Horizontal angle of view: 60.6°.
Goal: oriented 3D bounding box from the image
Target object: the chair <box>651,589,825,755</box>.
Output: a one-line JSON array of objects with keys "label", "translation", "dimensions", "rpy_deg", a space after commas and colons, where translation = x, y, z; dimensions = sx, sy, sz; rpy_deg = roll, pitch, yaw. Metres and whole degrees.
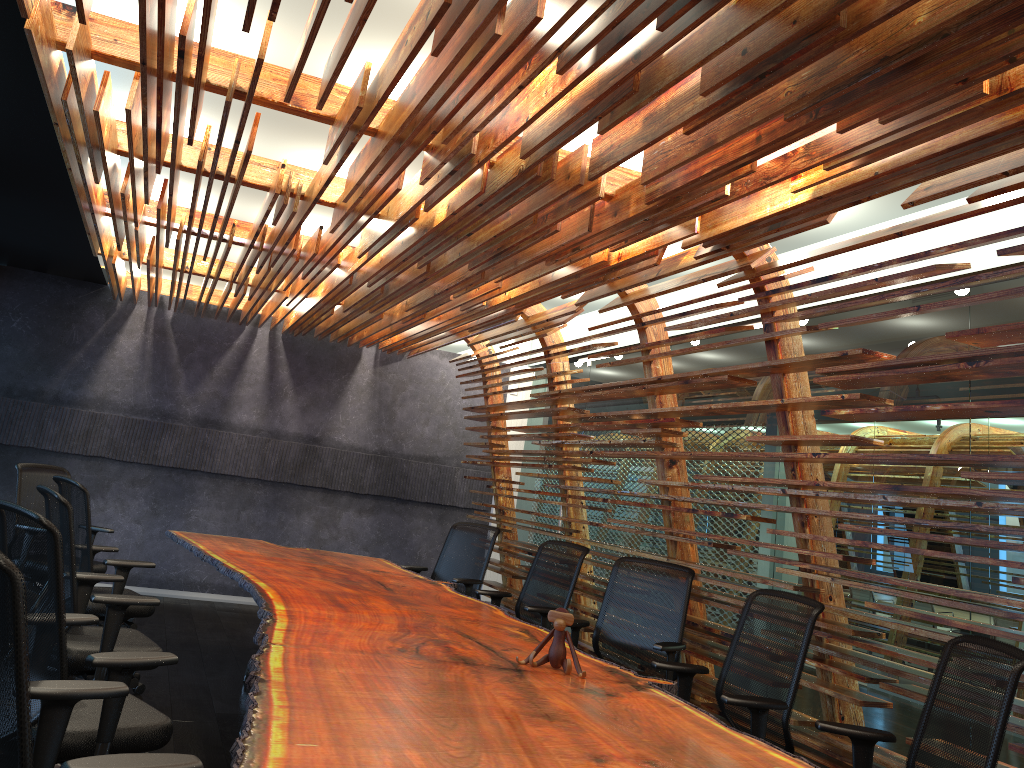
[{"label": "chair", "translation": [0.899, 1.546, 3.949], "dimensions": [0.790, 1.272, 0.797], "rpy_deg": [11, -13, -15]}]

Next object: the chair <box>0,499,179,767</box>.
[{"label": "chair", "translation": [-1.508, 1.080, 3.058], "dimensions": [0.813, 1.272, 0.775], "rpy_deg": [-4, -18, 43]}]

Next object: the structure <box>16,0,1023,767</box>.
[{"label": "structure", "translation": [-0.309, 0.382, 4.605], "dimensions": [4.480, 3.069, 11.307], "rpy_deg": [12, -9, -21]}]

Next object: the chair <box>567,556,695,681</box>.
[{"label": "chair", "translation": [0.612, 1.657, 5.121], "dimensions": [0.815, 1.272, 0.773], "rpy_deg": [-2, -17, 39]}]

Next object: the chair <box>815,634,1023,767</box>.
[{"label": "chair", "translation": [1.288, 1.482, 3.030], "dimensions": [0.797, 1.272, 0.790], "rpy_deg": [7, -13, 5]}]

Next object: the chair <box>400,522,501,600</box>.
[{"label": "chair", "translation": [-0.618, 1.744, 7.151], "dimensions": [0.813, 1.272, 0.775], "rpy_deg": [-4, -18, 43]}]

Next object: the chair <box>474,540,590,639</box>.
[{"label": "chair", "translation": [0.015, 1.692, 6.051], "dimensions": [0.783, 1.272, 0.805], "rpy_deg": [15, -15, -29]}]

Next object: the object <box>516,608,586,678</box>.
[{"label": "object", "translation": [0.191, 1.071, 3.686], "dimensions": [0.308, 0.252, 0.124], "rpy_deg": [4, -14, 22]}]

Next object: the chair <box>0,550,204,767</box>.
[{"label": "chair", "translation": [-1.048, 1.026, 2.130], "dimensions": [0.780, 1.272, 0.808], "rpy_deg": [17, -16, -35]}]

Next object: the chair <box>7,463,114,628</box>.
[{"label": "chair", "translation": [-3.362, 1.265, 6.525], "dimensions": [0.798, 1.272, 0.789], "rpy_deg": [5, -13, 14]}]

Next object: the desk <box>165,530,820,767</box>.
[{"label": "desk", "translation": [-0.830, 1.599, 4.666], "dimensions": [2.015, 0.838, 6.564], "rpy_deg": [11, -8, -21]}]

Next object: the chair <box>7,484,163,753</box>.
[{"label": "chair", "translation": [-1.959, 1.159, 4.157], "dimensions": [0.780, 1.272, 0.808], "rpy_deg": [17, -16, -35]}]

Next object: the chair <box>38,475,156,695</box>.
[{"label": "chair", "translation": [-2.493, 1.238, 5.355], "dimensions": [0.777, 1.272, 0.811], "rpy_deg": [19, -17, -40]}]
